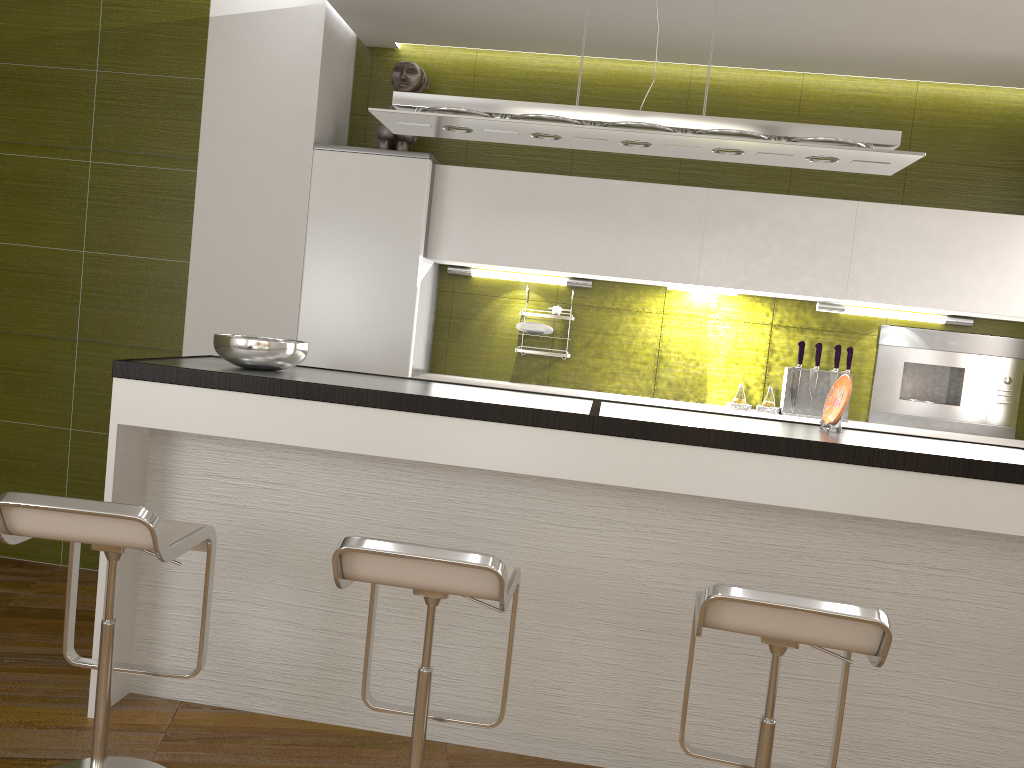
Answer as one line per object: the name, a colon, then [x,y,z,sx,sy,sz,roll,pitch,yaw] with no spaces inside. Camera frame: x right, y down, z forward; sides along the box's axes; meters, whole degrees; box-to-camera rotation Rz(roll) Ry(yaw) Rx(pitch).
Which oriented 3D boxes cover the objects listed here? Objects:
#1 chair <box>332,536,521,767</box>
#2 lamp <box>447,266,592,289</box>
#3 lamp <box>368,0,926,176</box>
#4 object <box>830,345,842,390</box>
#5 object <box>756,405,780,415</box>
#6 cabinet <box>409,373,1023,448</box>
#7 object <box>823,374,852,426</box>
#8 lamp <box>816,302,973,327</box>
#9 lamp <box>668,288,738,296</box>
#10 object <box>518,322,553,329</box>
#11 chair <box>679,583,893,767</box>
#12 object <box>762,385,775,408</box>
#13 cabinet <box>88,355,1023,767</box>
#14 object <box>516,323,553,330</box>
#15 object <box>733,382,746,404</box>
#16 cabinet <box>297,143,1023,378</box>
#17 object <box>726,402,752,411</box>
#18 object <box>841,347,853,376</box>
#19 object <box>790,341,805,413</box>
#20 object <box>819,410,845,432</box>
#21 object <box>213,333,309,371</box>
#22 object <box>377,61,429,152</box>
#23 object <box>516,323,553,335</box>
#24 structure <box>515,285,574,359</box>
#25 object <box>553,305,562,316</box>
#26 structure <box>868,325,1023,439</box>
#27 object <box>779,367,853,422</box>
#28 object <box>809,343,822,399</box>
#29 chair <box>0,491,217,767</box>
chair: [-0.226,0.776,2.220,0.418,0.857,0.460,6,4,6]
lamp: [0.037,-0.525,4.364,0.715,0.041,0.041,6,4,6]
lamp: [0.433,-1.105,2.817,1.677,0.683,0.326,6,4,6]
object: [1.487,-0.062,4.089,0.036,0.243,0.013,6,4,6]
object: [1.206,0.122,4.177,0.107,0.032,0.107,7,4,18]
cabinet: [0.952,0.659,4.111,2.940,1.086,0.465,6,4,6]
object: [1.087,0.054,2.965,0.055,0.178,0.184,6,4,2]
lamp: [1.787,-0.325,4.146,0.716,0.041,0.095,6,4,6]
lamp: [0.919,-0.445,4.282,0.334,0.008,0.008,6,4,6]
object: [0.110,-0.272,4.299,0.181,0.052,0.173,6,4,6]
chair: [0.610,0.870,2.131,0.418,0.857,0.460,7,4,11]
object: [1.212,0.067,4.173,0.059,0.121,0.059,4,4,-27]
cabinet: [0.211,0.635,2.925,2.947,1.134,0.663,6,4,6]
object: [0.110,-0.269,4.298,0.181,0.052,0.173,6,4,6]
object: [1.074,0.052,4.176,0.059,0.121,0.059,3,5,-38]
cabinet: [0.756,0.125,4.228,3.471,2.089,0.724,6,4,6]
object: [1.068,0.107,4.180,0.107,0.032,0.107,6,4,7]
object: [1.537,-0.058,4.084,0.040,0.231,0.013,6,4,6]
object: [1.316,-0.033,4.111,0.046,0.339,0.013,6,4,6]
object: [1.082,0.091,2.967,0.072,0.131,0.088,6,4,1]
object: [-0.853,-0.103,3.013,0.311,0.105,0.311,7,4,19]
object: [-0.525,-1.308,4.226,0.195,0.488,0.304,6,4,4]
object: [0.109,-0.266,4.298,0.181,0.052,0.173,6,4,6]
structure: [0.167,-0.301,4.323,0.266,0.346,0.110,6,4,6]
object: [0.218,-0.357,4.324,0.046,0.053,0.051,9,5,38]
structure: [2.047,-0.008,4.169,0.663,0.469,0.015,6,4,6]
object: [1.419,0.049,4.144,0.293,0.227,0.107,6,4,6]
object: [1.398,-0.061,4.100,0.042,0.264,0.013,6,4,6]
chair: [-1.063,0.681,2.309,0.418,0.857,0.460,6,4,1]
